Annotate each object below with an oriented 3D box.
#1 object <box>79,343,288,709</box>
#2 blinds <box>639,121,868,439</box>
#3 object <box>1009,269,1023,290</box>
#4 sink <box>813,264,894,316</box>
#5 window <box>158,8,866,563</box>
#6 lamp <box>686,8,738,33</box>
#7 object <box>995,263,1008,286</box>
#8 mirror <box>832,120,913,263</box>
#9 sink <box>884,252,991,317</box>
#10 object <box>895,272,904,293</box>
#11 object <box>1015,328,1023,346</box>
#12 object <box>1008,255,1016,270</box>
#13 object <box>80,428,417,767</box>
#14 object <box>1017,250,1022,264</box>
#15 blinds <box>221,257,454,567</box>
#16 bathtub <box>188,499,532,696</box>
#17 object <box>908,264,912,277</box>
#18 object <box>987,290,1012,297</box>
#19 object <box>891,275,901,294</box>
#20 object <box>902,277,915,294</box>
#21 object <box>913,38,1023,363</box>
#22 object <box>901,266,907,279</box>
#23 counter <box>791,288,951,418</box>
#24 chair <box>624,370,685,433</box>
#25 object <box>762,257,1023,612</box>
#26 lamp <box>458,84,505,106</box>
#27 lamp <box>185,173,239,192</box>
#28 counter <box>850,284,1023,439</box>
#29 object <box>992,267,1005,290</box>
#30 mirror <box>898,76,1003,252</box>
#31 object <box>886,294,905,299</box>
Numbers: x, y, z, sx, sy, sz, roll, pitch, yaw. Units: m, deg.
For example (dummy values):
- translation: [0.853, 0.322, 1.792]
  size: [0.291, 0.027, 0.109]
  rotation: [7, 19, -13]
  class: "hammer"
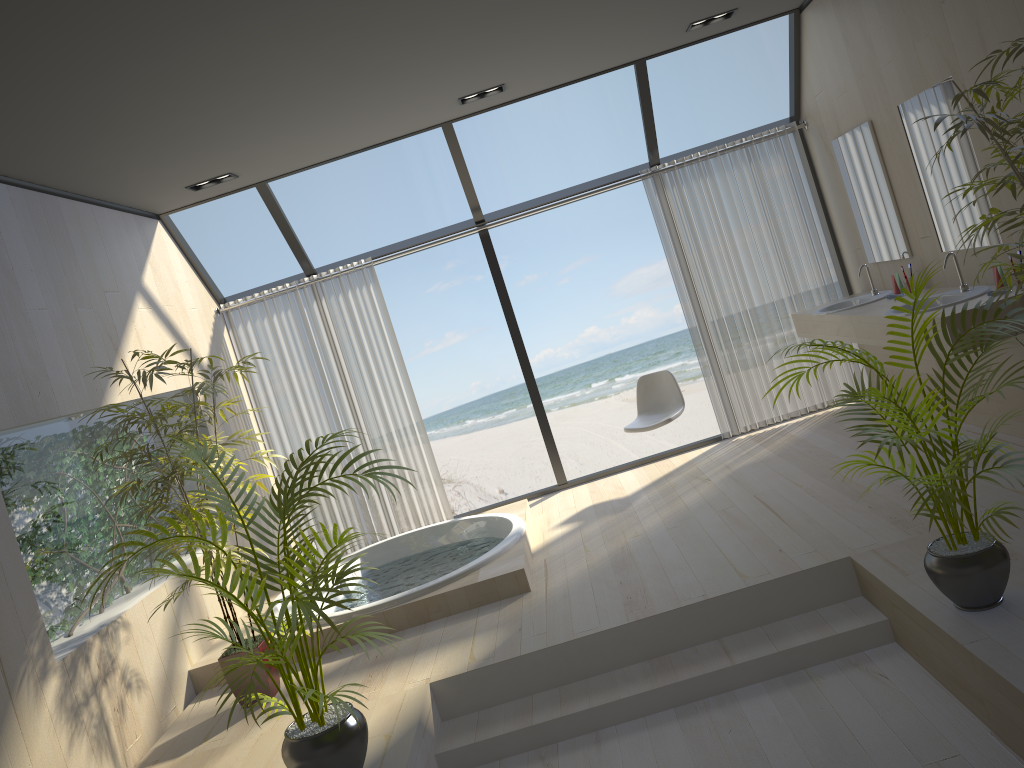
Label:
- translation: [-1.503, 0.676, 4.189]
  size: [0.781, 1.754, 0.943]
  rotation: [-17, 2, 27]
  class: "object"
- translation: [1.808, -0.754, 6.513]
  size: [1.182, 2.068, 0.084]
  rotation: [-17, 1, 2]
  class: "blinds"
- translation: [2.370, -0.490, 4.140]
  size: [0.058, 0.100, 0.059]
  rotation: [-17, 2, 13]
  class: "object"
- translation: [2.219, -0.540, 5.783]
  size: [0.503, 0.419, 0.576]
  rotation: [-17, 3, 6]
  class: "sink"
- translation: [0.157, -0.581, 6.367]
  size: [4.557, 2.811, 0.746]
  rotation: [-17, 1, 2]
  class: "window"
- translation: [1.227, -2.314, 5.513]
  size: [0.301, 0.112, 0.164]
  rotation: [-17, 3, 2]
  class: "lamp"
- translation: [2.388, -0.528, 4.320]
  size: [0.038, 0.134, 0.039]
  rotation: [-16, 2, 44]
  class: "object"
- translation: [2.310, -1.214, 5.712]
  size: [0.023, 0.867, 0.655]
  rotation: [-17, 2, 3]
  class: "mirror"
- translation: [2.187, -0.437, 4.577]
  size: [0.503, 0.419, 0.576]
  rotation: [-17, 3, 6]
  class: "sink"
- translation: [2.419, -0.631, 5.526]
  size: [0.039, 0.134, 0.039]
  rotation: [-18, 2, -39]
  class: "object"
- translation: [2.454, -0.015, 3.876]
  size: [0.408, 0.748, 0.273]
  rotation: [-18, 1, -10]
  class: "object"
- translation: [2.339, -0.523, 4.117]
  size: [0.012, 0.178, 0.050]
  rotation: [-17, 1, 42]
  class: "object"
- translation: [-0.753, 0.733, 3.088]
  size: [1.068, 1.344, 0.872]
  rotation: [-18, 2, -9]
  class: "object"
- translation: [2.371, -0.533, 4.131]
  size: [0.053, 0.175, 0.012]
  rotation: [-17, 1, 27]
  class: "object"
- translation: [-1.296, 0.216, 6.619]
  size: [1.182, 2.068, 0.084]
  rotation: [-17, 1, 2]
  class: "blinds"
- translation: [-0.764, 1.208, 5.368]
  size: [1.820, 0.697, 1.652]
  rotation: [-17, 4, 2]
  class: "bathtub"
- translation: [2.402, -0.636, 5.337]
  size: [0.053, 0.175, 0.012]
  rotation: [-17, 1, 27]
  class: "object"
- translation: [2.293, -0.434, 4.165]
  size: [0.103, 0.029, 0.033]
  rotation: [-14, 5, 43]
  class: "object"
- translation: [2.353, -0.603, 5.435]
  size: [0.039, 0.134, 0.039]
  rotation: [-18, 2, -39]
  class: "object"
- translation: [2.402, -0.593, 5.345]
  size: [0.058, 0.100, 0.059]
  rotation: [-17, 2, 9]
  class: "object"
- translation: [1.954, -0.318, 2.945]
  size: [0.781, 1.754, 0.943]
  rotation: [-17, 2, 27]
  class: "object"
- translation: [2.370, -0.626, 5.322]
  size: [0.012, 0.178, 0.050]
  rotation: [-17, 1, 42]
  class: "object"
- translation: [2.389, -0.163, 5.822]
  size: [0.550, 0.789, 1.209]
  rotation: [-17, 3, 3]
  class: "counter"
- translation: [0.981, 0.125, 6.206]
  size: [0.366, 0.347, 0.458]
  rotation: [-16, 3, 31]
  class: "chair"
- translation: [1.326, 0.182, 2.933]
  size: [0.909, 1.156, 0.758]
  rotation: [-16, 3, 36]
  class: "object"
- translation: [-0.204, -1.866, 5.562]
  size: [0.301, 0.112, 0.164]
  rotation: [-17, 3, 2]
  class: "lamp"
- translation: [-1.919, -1.331, 5.620]
  size: [0.301, 0.112, 0.164]
  rotation: [-17, 3, 2]
  class: "lamp"
- translation: [2.358, -0.059, 4.617]
  size: [0.550, 0.789, 1.209]
  rotation: [-17, 3, 3]
  class: "counter"
- translation: [2.322, -0.500, 4.230]
  size: [0.038, 0.134, 0.039]
  rotation: [-16, 2, 44]
  class: "object"
- translation: [2.309, -1.133, 4.676]
  size: [0.023, 0.867, 0.655]
  rotation: [-17, 2, 3]
  class: "mirror"
- translation: [2.324, -0.538, 5.370]
  size: [0.103, 0.029, 0.033]
  rotation: [-14, 5, 43]
  class: "object"
